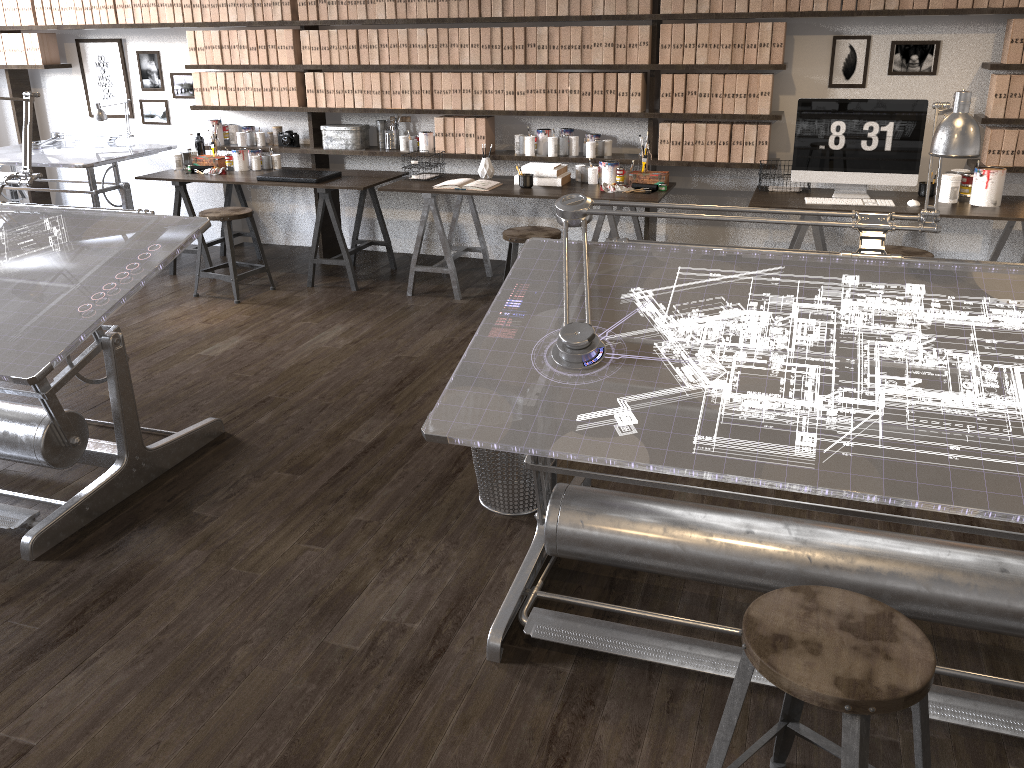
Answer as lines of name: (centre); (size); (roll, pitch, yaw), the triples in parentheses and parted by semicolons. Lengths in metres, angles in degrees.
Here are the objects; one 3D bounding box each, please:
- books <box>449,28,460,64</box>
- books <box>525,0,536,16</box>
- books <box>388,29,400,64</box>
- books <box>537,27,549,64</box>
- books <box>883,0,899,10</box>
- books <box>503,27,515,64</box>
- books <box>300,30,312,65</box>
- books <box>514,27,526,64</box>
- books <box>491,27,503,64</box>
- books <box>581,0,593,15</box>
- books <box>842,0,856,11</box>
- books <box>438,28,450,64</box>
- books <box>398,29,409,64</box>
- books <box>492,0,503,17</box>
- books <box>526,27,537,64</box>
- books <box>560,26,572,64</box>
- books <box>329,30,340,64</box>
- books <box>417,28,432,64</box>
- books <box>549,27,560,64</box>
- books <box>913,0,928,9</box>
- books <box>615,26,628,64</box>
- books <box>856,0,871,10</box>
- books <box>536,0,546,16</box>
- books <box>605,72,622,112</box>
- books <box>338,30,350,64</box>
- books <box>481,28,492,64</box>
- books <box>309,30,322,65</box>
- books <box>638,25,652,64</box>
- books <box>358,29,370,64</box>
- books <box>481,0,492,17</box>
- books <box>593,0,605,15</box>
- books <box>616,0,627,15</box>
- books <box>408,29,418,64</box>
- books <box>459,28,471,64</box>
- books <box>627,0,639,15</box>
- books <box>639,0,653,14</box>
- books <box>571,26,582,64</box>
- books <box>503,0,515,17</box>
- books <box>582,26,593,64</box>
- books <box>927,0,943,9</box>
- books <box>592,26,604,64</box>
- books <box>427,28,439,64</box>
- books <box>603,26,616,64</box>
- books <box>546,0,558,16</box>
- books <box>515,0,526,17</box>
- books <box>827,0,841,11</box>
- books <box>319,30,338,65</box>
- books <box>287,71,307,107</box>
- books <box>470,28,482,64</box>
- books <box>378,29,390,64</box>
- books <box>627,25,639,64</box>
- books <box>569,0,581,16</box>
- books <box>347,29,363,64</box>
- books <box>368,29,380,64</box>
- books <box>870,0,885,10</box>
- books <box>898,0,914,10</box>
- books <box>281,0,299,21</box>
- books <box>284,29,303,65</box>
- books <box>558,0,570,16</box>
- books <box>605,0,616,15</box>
books: (-0.332, -2.117, 5.565); (0.067, 0.222, 0.177); (6, 21, 17)
books: (0.135, -2.318, 5.318); (0.067, 0.222, 0.177); (6, 21, 18)
books: (-0.720, -2.162, 5.689); (0.067, 0.222, 0.177); (6, 21, 17)
books: (0.211, -2.053, 5.386); (0.067, 0.222, 0.177); (6, 21, 17)
books: (2.027, -2.107, 4.711); (0.067, 0.222, 0.177); (6, 21, 17)
books: (0.003, -2.079, 5.457); (0.067, 0.222, 0.177); (6, 21, 17)
books: (-1.324, -2.230, 5.880); (0.067, 0.222, 0.177); (6, 21, 17)
books: (0.072, -2.069, 5.430); (0.067, 0.222, 0.177); (6, 21, 18)
books: (-0.069, -2.086, 5.478); (0.067, 0.222, 0.177); (6, 21, 18)
books: (0.461, -2.283, 5.220); (0.067, 0.222, 0.177); (6, 21, 17)
books: (1.825, -2.130, 4.774); (0.067, 0.222, 0.177); (6, 21, 18)
books: (-0.398, -2.124, 5.585); (0.067, 0.222, 0.177); (6, 21, 17)
books: (-0.658, -2.152, 5.663); (0.067, 0.222, 0.177); (6, 21, 18)
books: (-0.063, -2.342, 5.383); (0.067, 0.222, 0.177); (6, 21, 18)
books: (0.145, -2.062, 5.412); (0.067, 0.222, 0.177); (6, 21, 17)
books: (0.346, -2.039, 5.347); (0.067, 0.222, 0.177); (6, 21, 18)
books: (-1.126, -2.208, 5.818); (0.067, 0.222, 0.177); (6, 21, 17)
books: (-0.534, -2.139, 5.627); (0.067, 0.222, 0.177); (6, 21, 17)
books: (0.279, -2.047, 5.368); (0.067, 0.222, 0.177); (6, 21, 18)
books: (2.160, -2.093, 4.670); (0.067, 0.222, 0.177); (6, 21, 18)
books: (0.663, -2.002, 5.244); (0.067, 0.222, 0.177); (6, 21, 18)
books: (1.897, -2.124, 4.756); (0.067, 0.222, 0.177); (6, 21, 17)
books: (0.200, -2.313, 5.301); (0.067, 0.222, 0.177); (6, 21, 17)
books: (0.614, -1.764, 5.348); (0.067, 0.222, 0.177); (6, 21, 17)
books: (-1.063, -2.201, 5.800); (0.067, 0.222, 0.177); (6, 21, 18)
books: (-0.131, -2.091, 5.494); (0.067, 0.222, 0.177); (6, 21, 17)
books: (-1.256, -2.221, 5.855); (0.067, 0.222, 0.177); (6, 21, 17)
books: (0.789, -1.986, 5.199); (0.067, 0.222, 0.177); (6, 21, 18)
books: (-0.922, -2.185, 5.755); (0.067, 0.222, 0.177); (6, 21, 18)
books: (-0.129, -2.351, 5.409); (0.067, 0.222, 0.177); (6, 21, 18)
books: (0.526, -2.274, 5.195); (0.067, 0.222, 0.177); (6, 21, 18)
books: (0.657, -2.258, 5.150); (0.067, 0.222, 0.177); (6, 21, 17)
books: (-0.593, -2.147, 5.647); (0.067, 0.222, 0.177); (6, 21, 17)
books: (-0.267, -2.108, 5.541); (0.067, 0.222, 0.177); (6, 21, 18)
books: (0.718, -2.253, 5.134); (0.067, 0.222, 0.177); (6, 21, 18)
books: (0.785, -2.245, 5.114); (0.067, 0.222, 0.177); (6, 21, 18)
books: (0.408, -2.030, 5.321); (0.067, 0.222, 0.177); (6, 21, 17)
books: (0.006, -2.335, 5.365); (0.067, 0.222, 0.177); (6, 21, 17)
books: (0.473, -2.024, 5.305); (0.067, 0.222, 0.177); (6, 21, 18)
books: (2.231, -2.084, 4.647); (0.067, 0.222, 0.177); (6, 21, 18)
books: (0.532, -2.016, 5.284); (0.067, 0.222, 0.177); (6, 21, 18)
books: (-0.466, -2.131, 5.603); (0.067, 0.222, 0.177); (6, 21, 18)
books: (0.595, -2.009, 5.262); (0.067, 0.222, 0.177); (6, 21, 17)
books: (0.259, -2.305, 5.281); (0.067, 0.222, 0.177); (6, 21, 17)
books: (0.073, -2.328, 5.343); (0.067, 0.222, 0.177); (6, 21, 17)
books: (1.756, -2.140, 4.802); (0.067, 0.222, 0.177); (6, 21, 17)
books: (-1.188, -2.213, 5.833); (0.067, 0.222, 0.177); (6, 21, 18)
books: (-1.437, -1.998, 6.001); (0.067, 0.222, 0.177); (6, 21, 17)
books: (-0.199, -2.099, 5.516); (0.067, 0.222, 0.177); (6, 21, 18)
books: (-0.788, -2.169, 5.711); (0.067, 0.222, 0.177); (6, 21, 17)
books: (0.729, -1.995, 5.225); (0.067, 0.222, 0.177); (6, 21, 18)
books: (0.395, -2.290, 5.239); (0.067, 0.222, 0.177); (6, 21, 17)
books: (-0.995, -2.191, 5.772); (0.067, 0.222, 0.177); (6, 21, 17)
books: (-0.856, -2.176, 5.729); (0.067, 0.222, 0.177); (6, 21, 18)
books: (1.957, -2.114, 4.730); (0.067, 0.222, 0.177); (6, 21, 17)
books: (2.095, -2.101, 4.693); (0.067, 0.222, 0.177); (6, 21, 18)
books: (-1.440, -2.508, 5.828); (0.067, 0.222, 0.177); (6, 21, 18)
books: (-1.436, -2.248, 5.911); (0.067, 0.222, 0.177); (6, 21, 17)
books: (0.327, -2.297, 5.257); (0.067, 0.222, 0.177); (6, 21, 18)
books: (0.594, -2.265, 5.170); (0.067, 0.222, 0.177); (6, 21, 18)
